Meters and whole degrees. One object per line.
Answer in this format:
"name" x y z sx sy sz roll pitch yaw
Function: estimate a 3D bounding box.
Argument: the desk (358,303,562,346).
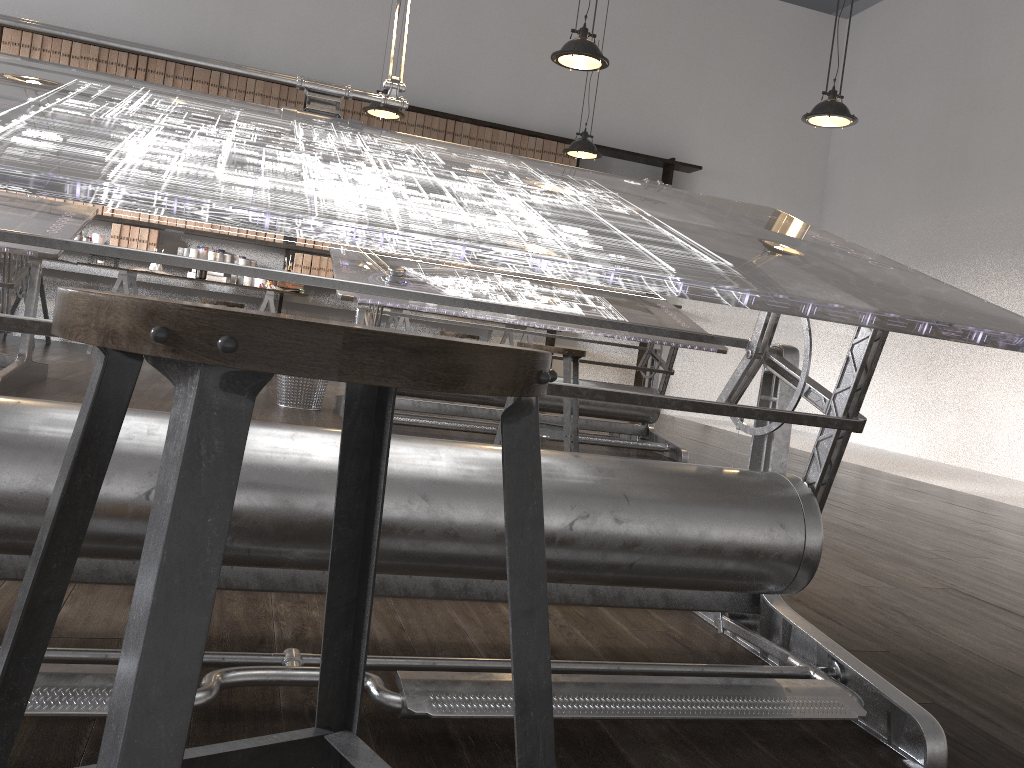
"desk" -0.502 -0.252 7.654 1.665 0.669 0.657 7 1 -17

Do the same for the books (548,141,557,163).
"books" 0.347 -2.131 8.237 0.066 0.225 0.175 8 1 -17

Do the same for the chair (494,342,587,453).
"chair" 0.145 0.090 4.031 0.372 0.528 0.358 8 1 11

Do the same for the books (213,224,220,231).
"books" -2.468 -1.369 7.420 0.066 0.225 0.175 8 1 -17

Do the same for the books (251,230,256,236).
"books" -2.194 -1.336 7.498 0.067 0.226 0.175 8 1 -17

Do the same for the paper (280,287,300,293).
"paper" -1.816 -0.764 7.192 0.155 0.038 0.137 8 3 -2

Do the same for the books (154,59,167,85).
"books" -2.873 -2.519 7.247 0.066 0.225 0.175 8 1 -17

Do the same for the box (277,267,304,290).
"box" -1.833 -0.863 7.344 0.211 0.207 0.138 7 1 -17

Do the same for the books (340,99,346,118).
"books" -1.496 -2.353 7.671 0.066 0.225 0.175 8 1 -17

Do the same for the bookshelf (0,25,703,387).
"bookshelf" -2.764 -1.104 7.427 9.158 3.208 0.374 7 0 -17

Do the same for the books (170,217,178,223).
"books" -2.790 -1.408 7.320 0.066 0.225 0.175 8 1 -17

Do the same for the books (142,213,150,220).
"books" -2.990 -1.432 7.253 0.066 0.225 0.175 8 1 -17

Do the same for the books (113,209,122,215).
"books" -3.182 -1.455 7.202 0.066 0.225 0.175 8 1 -17

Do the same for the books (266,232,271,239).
"books" -2.052 -1.319 7.542 0.067 0.226 0.175 8 1 -17

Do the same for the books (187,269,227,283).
"books" -2.440 -0.894 7.108 0.294 0.147 0.386 7 3 -17

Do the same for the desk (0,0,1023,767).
"desk" -0.296 -0.283 1.474 2.064 1.387 1.079 7 1 -17

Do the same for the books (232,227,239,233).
"books" -2.332 -1.353 7.457 0.066 0.225 0.175 8 1 -17

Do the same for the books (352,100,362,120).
"books" -1.363 -2.337 7.716 0.066 0.225 0.175 8 1 -17

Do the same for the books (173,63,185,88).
"books" -2.740 -2.503 7.295 0.066 0.225 0.175 8 1 -17

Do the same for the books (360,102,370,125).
"books" -1.297 -2.329 7.730 0.067 0.226 0.175 8 1 -17

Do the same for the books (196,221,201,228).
"books" -2.595 -1.385 7.379 0.066 0.225 0.175 8 1 -17

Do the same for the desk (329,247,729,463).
"desk" 0.030 -0.409 4.904 2.064 1.387 1.079 7 1 -17

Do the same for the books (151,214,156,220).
"books" -2.922 -1.424 7.278 0.066 0.225 0.175 8 1 -17

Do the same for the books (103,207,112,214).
"books" -3.251 -1.464 7.175 0.067 0.226 0.175 8 1 -17

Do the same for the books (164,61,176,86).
"books" -2.805 -2.511 7.271 0.066 0.225 0.175 8 1 -17

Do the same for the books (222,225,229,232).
"books" -2.401 -1.361 7.440 0.066 0.225 0.175 8 1 -17

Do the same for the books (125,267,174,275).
"books" -2.773 -0.869 6.823 0.354 0.029 0.257 7 3 -17

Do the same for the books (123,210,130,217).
"books" -3.119 -1.448 7.218 0.066 0.225 0.175 8 1 -17

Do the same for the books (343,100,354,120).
"books" -1.430 -2.345 7.695 0.066 0.225 0.175 8 1 -17

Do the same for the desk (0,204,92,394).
"desk" -3.148 -0.792 3.930 2.275 1.387 1.079 7 1 -17

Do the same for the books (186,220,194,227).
"books" -2.654 -1.392 7.360 0.066 0.225 0.175 8 1 -17

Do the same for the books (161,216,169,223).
"books" -2.857 -1.416 7.302 0.066 0.225 0.175 8 1 -17

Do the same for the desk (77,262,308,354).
"desk" -2.532 -0.496 7.033 1.665 0.669 0.657 7 1 -17

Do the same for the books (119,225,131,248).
"books" -3.150 -1.176 7.221 0.066 0.225 0.175 8 1 -17

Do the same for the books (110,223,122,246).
"books" -3.213 -1.183 7.196 0.067 0.226 0.175 8 1 -17

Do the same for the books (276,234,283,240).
"books" -1.979 -1.310 7.567 0.066 0.225 0.175 8 1 -17

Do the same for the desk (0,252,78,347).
"desk" -4.205 -0.698 6.520 1.665 0.669 0.657 7 1 -17

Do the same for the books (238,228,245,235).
"books" -2.266 -1.345 7.482 0.066 0.225 0.175 8 1 -17

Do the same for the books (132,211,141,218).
"books" -3.058 -1.440 7.232 0.067 0.226 0.175 8 1 -17

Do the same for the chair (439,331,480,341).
"chair" -0.452 -0.142 7.060 0.373 0.528 0.357 8 1 41

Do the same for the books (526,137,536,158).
"books" 0.150 -2.155 8.176 0.066 0.225 0.175 8 1 -17

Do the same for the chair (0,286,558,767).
"chair" -0.166 0.219 0.593 0.357 0.528 0.373 7 1 -39

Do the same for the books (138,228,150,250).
"books" -3.015 -1.159 7.258 0.066 0.225 0.175 8 1 -17

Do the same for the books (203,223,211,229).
"books" -2.530 -1.377 7.394 0.067 0.226 0.175 8 1 -17

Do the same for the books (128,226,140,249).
"books" -3.083 -1.168 7.242 0.066 0.225 0.175 8 1 -17

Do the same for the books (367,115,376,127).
"books" -1.235 -2.322 7.754 0.066 0.225 0.175 8 1 -17

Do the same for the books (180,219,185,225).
"books" -2.722 -1.400 7.337 0.067 0.226 0.175 8 1 -17

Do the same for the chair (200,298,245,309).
"chair" -2.162 -0.346 6.508 0.370 0.528 0.360 7 1 -44

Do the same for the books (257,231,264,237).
"books" -2.125 -1.328 7.525 0.066 0.225 0.175 8 1 -17

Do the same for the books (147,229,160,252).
"books" -2.949 -1.151 7.284 0.066 0.225 0.175 8 1 -17

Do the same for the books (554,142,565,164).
"books" 0.417 -2.123 8.260 0.066 0.225 0.175 8 1 -17

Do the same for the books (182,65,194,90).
"books" -2.674 -2.495 7.314 0.066 0.225 0.175 8 1 -17
